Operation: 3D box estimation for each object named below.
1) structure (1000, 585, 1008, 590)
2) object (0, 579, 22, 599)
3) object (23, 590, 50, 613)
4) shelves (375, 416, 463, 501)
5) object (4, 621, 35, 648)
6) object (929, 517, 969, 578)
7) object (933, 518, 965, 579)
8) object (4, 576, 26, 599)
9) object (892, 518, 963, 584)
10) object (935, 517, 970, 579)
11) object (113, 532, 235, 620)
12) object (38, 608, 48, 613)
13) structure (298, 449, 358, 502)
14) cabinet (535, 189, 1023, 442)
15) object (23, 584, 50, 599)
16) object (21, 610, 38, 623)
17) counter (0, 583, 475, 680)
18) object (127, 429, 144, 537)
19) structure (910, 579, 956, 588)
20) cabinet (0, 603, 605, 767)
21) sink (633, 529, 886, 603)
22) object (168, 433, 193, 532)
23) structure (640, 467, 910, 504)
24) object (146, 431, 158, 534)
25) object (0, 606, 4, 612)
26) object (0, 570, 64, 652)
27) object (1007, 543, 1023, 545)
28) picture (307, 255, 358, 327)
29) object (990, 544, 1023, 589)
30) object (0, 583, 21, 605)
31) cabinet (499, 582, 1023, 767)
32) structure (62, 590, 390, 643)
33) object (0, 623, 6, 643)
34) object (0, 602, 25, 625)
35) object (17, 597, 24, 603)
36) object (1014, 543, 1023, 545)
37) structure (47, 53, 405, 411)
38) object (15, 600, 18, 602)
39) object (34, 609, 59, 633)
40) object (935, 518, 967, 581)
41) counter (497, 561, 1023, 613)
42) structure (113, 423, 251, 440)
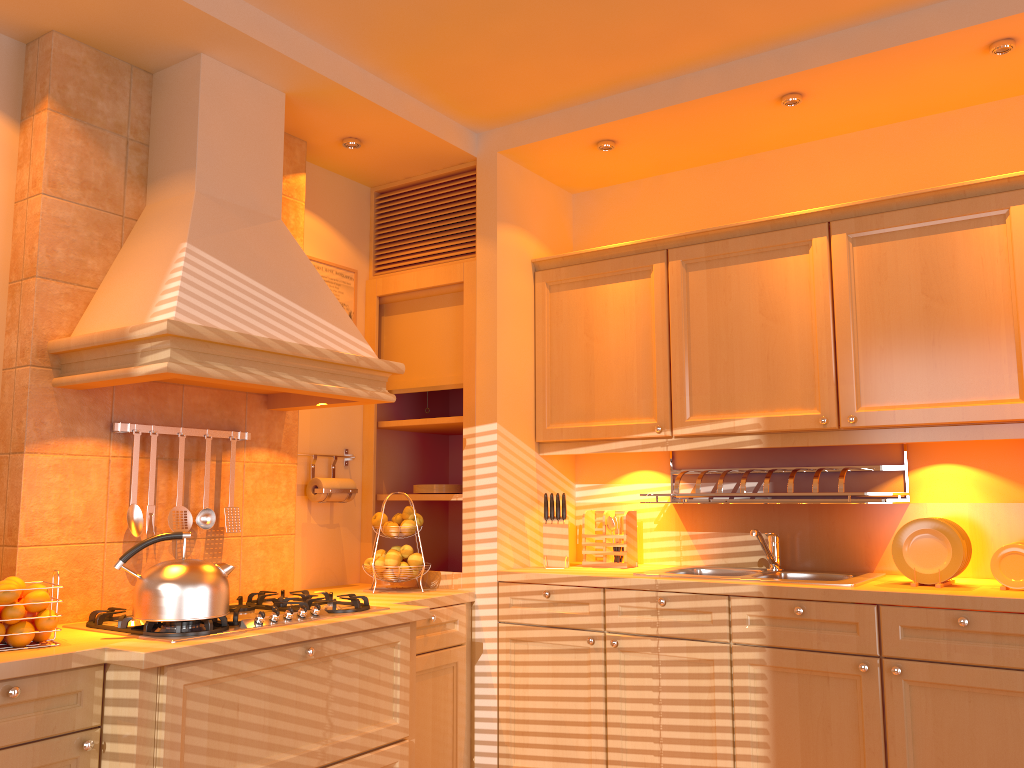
[{"bbox_3d":[1.527,0.607,2.664,0.084,0.010,0.219,-5,-9,35],"label":"structure"},{"bbox_3d":[-1.221,0.501,2.149,0.063,0.053,0.051,0,-7,-5],"label":"object"},{"bbox_3d":[-1.154,0.528,2.153,0.053,0.052,0.061,-1,-7,7],"label":"object"},{"bbox_3d":[-0.216,0.520,3.840,0.600,0.702,0.582,-5,-9,34],"label":"shelves"},{"bbox_3d":[-1.175,0.597,2.116,0.074,0.063,0.064,-2,-8,14],"label":"object"},{"bbox_3d":[1.333,0.524,2.809,0.205,0.200,0.049,-5,-9,35],"label":"object"},{"bbox_3d":[1.299,0.518,2.764,0.205,0.200,0.049,-5,-9,35],"label":"object"},{"bbox_3d":[-1.248,0.512,2.220,0.059,0.060,0.050,1,-7,-6],"label":"object"},{"bbox_3d":[1.283,0.515,2.742,0.205,0.200,0.049,-5,-9,35],"label":"object"},{"bbox_3d":[1.350,0.527,2.831,0.205,0.200,0.049,-5,-9,35],"label":"object"},{"bbox_3d":[-0.880,0.502,2.365,0.242,0.215,0.251,-3,-8,21],"label":"object"},{"bbox_3d":[-1.176,0.573,2.199,0.051,0.055,0.061,4,-8,-27],"label":"object"},{"bbox_3d":[-0.723,0.360,3.528,0.126,0.220,0.320,-5,-9,34],"label":"structure"},{"bbox_3d":[0.931,-0.165,3.302,1.792,0.712,0.332,-5,-9,34],"label":"cabinet"},{"bbox_3d":[-1.182,0.523,2.205,0.063,0.053,0.051,-1,-7,7],"label":"object"},{"bbox_3d":[-1.192,0.567,2.174,0.062,0.053,0.051,0,-7,2],"label":"object"},{"bbox_3d":[-0.945,0.705,2.568,0.770,0.038,2.250,-5,-9,34],"label":"counter"},{"bbox_3d":[-1.130,0.298,2.673,0.028,0.323,0.055,-5,-9,34],"label":"object"},{"bbox_3d":[1.316,0.621,2.768,0.084,0.010,0.219,-6,-9,37],"label":"structure"},{"bbox_3d":[-0.623,1.158,2.656,1.141,0.840,2.850,-5,-9,34],"label":"cabinet"},{"bbox_3d":[0.857,0.673,3.079,0.746,0.336,0.465,-5,-9,34],"label":"sink"},{"bbox_3d":[-1.045,0.314,2.808,0.017,0.320,0.090,-5,-9,34],"label":"object"},{"bbox_3d":[0.941,0.374,3.246,0.900,0.126,0.300,-5,-9,34],"label":"structure"},{"bbox_3d":[-1.106,0.303,2.727,0.006,0.319,0.028,-5,-9,34],"label":"object"},{"bbox_3d":[-1.242,0.542,2.117,0.051,0.053,0.064,0,-7,-3],"label":"object"},{"bbox_3d":[-1.222,0.545,2.154,0.207,0.174,0.189,6,-10,-41],"label":"object"},{"bbox_3d":[1.527,0.544,2.671,0.133,0.129,0.037,-5,-9,34],"label":"object"},{"bbox_3d":[-0.770,-0.267,3.649,0.007,0.491,0.366,-5,-9,34],"label":"picture"},{"bbox_3d":[1.479,0.535,2.604,0.133,0.129,0.037,-5,-9,34],"label":"object"},{"bbox_3d":[-1.196,0.497,2.095,0.053,0.051,0.063,-7,-10,41],"label":"object"},{"bbox_3d":[1.349,0.729,2.726,3.000,1.700,0.625,-5,-9,34],"label":"cabinet"},{"bbox_3d":[-0.813,0.671,2.635,0.494,0.051,0.797,-5,-9,34],"label":"structure"},{"bbox_3d":[-1.213,0.585,2.069,0.052,0.057,0.060,0,-7,-4],"label":"object"},{"bbox_3d":[-1.186,0.544,2.108,0.052,0.053,0.062,5,-9,-34],"label":"object"},{"bbox_3d":[-1.230,0.562,2.224,0.061,0.054,0.053,-6,-10,40],"label":"object"},{"bbox_3d":[1.495,0.538,2.626,0.133,0.129,0.037,-5,-9,34],"label":"object"},{"bbox_3d":[0.739,-0.474,2.584,4.091,1.148,1.061,-1,-7,8],"label":"structure"},{"bbox_3d":[-1.249,0.537,2.178,0.061,0.051,0.055,1,-8,-12],"label":"object"},{"bbox_3d":[-1.127,0.574,2.149,0.052,0.054,0.061,4,-8,-29],"label":"object"},{"bbox_3d":[1.316,0.521,2.786,0.205,0.200,0.049,-5,-9,35],"label":"object"},{"bbox_3d":[0.858,0.686,3.080,1.800,0.038,0.600,-5,-9,34],"label":"counter"},{"bbox_3d":[-1.047,0.154,2.855,0.009,0.024,0.506,-5,-9,34],"label":"structure"}]
